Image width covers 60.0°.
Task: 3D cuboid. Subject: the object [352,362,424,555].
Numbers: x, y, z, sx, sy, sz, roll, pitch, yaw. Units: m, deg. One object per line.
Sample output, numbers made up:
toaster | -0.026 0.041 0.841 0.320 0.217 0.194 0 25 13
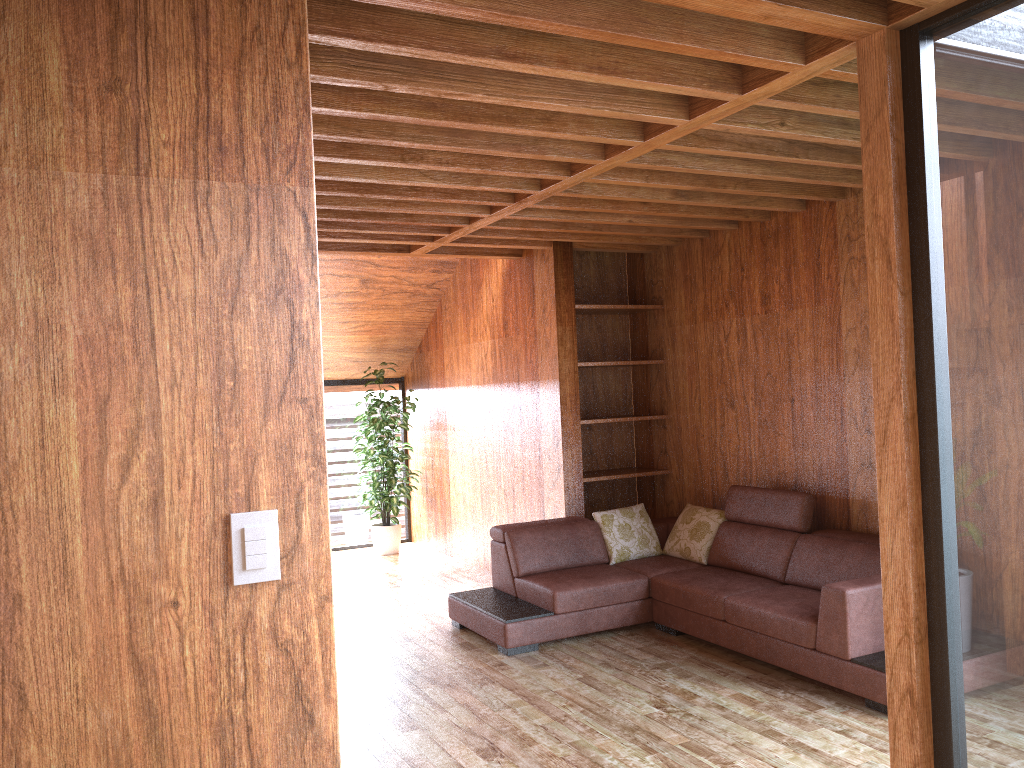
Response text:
object | -1.115 0.647 7.808 0.641 1.690 0.675 -3 0 -19

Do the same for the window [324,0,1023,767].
window | 0.953 -0.823 1.711 4.131 5.132 13.875 -2 -1 -27

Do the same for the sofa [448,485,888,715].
sofa | 0.910 0.986 4.558 1.710 0.760 2.488 -2 -1 -27
